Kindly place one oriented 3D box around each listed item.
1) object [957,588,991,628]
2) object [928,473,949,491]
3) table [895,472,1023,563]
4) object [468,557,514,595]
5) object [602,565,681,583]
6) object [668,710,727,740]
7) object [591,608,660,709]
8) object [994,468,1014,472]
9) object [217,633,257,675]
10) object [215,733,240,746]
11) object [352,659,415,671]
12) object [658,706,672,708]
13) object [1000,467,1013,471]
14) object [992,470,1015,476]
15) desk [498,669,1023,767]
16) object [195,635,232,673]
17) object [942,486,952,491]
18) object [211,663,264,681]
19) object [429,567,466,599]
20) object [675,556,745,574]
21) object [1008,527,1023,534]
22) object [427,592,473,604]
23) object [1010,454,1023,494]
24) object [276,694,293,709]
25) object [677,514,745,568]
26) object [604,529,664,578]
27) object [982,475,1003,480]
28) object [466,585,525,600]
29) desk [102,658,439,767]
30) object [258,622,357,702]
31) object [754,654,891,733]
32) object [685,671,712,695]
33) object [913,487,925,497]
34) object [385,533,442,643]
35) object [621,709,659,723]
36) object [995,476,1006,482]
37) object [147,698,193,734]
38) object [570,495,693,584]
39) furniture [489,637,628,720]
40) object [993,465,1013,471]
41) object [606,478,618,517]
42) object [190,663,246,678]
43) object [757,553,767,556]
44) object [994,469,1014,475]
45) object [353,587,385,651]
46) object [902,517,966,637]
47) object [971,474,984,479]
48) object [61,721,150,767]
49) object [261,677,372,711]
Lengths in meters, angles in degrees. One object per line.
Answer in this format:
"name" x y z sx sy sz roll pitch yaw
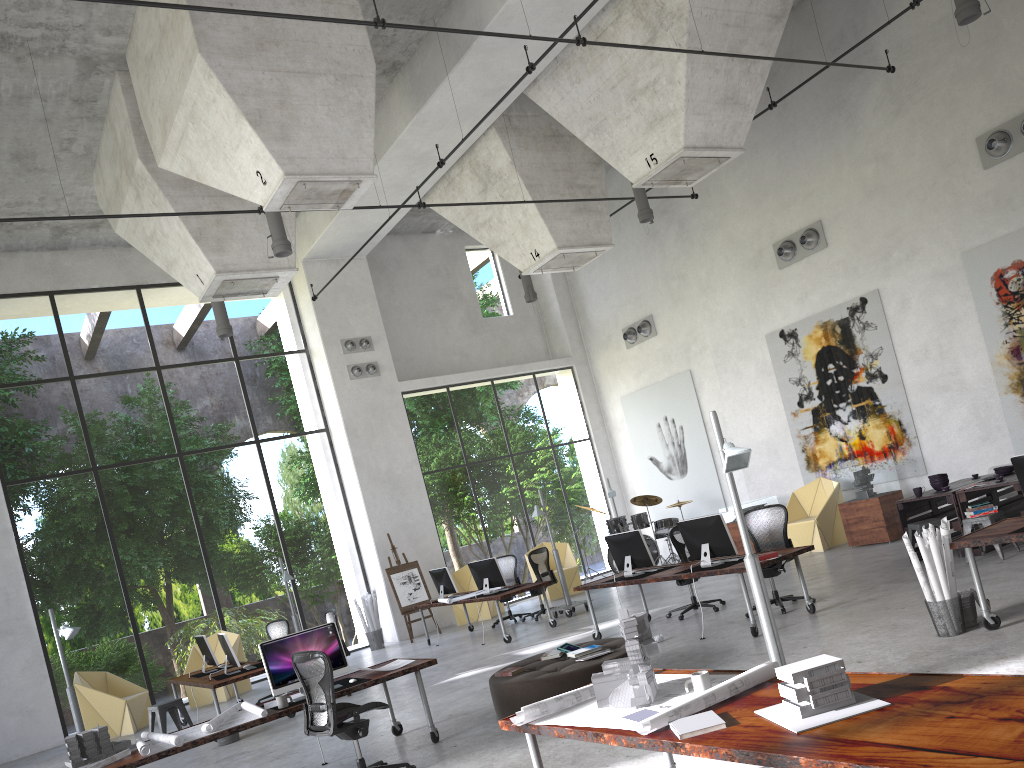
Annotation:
"object" 3.700 1.823 7.193 0.400 0.297 0.295 -16 -5 11
"object" 5.322 1.218 10.936 0.211 0.213 0.197 -12 -5 -32
"table" 5.902 1.547 10.702 1.486 0.791 1.638 -10 -8 -33
"object" -0.331 3.044 13.966 0.372 0.550 0.730 -12 -6 -41
"object" 1.594 2.359 10.883 0.679 0.008 0.868 -9 -10 -31
"object" 0.780 1.439 3.709 0.200 0.023 0.238 -14 -8 -2
"object" 0.553 1.387 4.425 0.361 0.518 0.496 -15 -5 2
"object" 6.026 1.062 10.735 0.226 0.062 0.233 -8 -10 -37
"object" -3.701 3.569 11.739 0.372 0.550 0.730 -13 -6 -27
"object" -3.520 4.248 10.769 0.291 0.297 0.406 -11 -7 -39
"object" -1.183 2.589 8.093 0.464 0.085 0.445 -10 -10 -29
"object" 0.739 1.520 4.138 0.129 0.010 0.011 -22 -9 43
"object" 6.025 1.049 10.739 0.225 0.062 0.234 -8 -10 -37
"object" 6.036 1.097 10.737 0.301 0.024 0.293 -20 -10 34
"desk" 1.193 1.711 3.698 0.961 0.719 3.201 -11 -9 -33
"object" -4.409 3.937 12.922 0.372 0.550 0.730 -13 -6 -32
"object" 5.257 1.264 10.621 0.119 0.056 0.136 -21 -10 42
"object" -3.626 3.842 11.734 0.679 0.008 0.867 -10 -10 -26
"object" -1.123 3.454 15.283 0.372 0.550 0.730 -13 -6 -32
"object" 2.292 1.997 9.722 0.679 0.008 0.868 -9 -10 -31
"object" 4.241 0.988 6.480 0.679 0.008 0.868 -9 -10 -31
"object" -1.049 3.726 15.279 0.679 0.008 0.868 -9 -10 -31
"object" 4.166 0.716 6.484 0.372 0.550 0.730 -13 -6 -32
"object" -1.921 2.672 7.407 0.122 0.100 0.088 -14 -4 -4
"object" 2.217 1.725 9.726 0.372 0.550 0.730 -13 -6 -32
"object" 1.519 2.086 10.887 0.372 0.550 0.730 -13 -6 -32
"object" 5.802 1.137 10.604 0.231 0.019 0.240 -8 -11 -37
"object" -0.257 3.317 13.962 0.679 0.008 0.868 -7 -11 -41
"desk" -2.125 3.165 7.521 3.088 0.721 0.996 -9 -8 -32
"object" -1.800 2.459 7.764 0.705 0.550 0.385 -11 -5 -31
"object" 1.208 1.214 3.519 0.387 0.181 0.422 -14 -7 -8
"object" 0.899 1.448 4.238 0.122 0.100 0.089 -14 -4 -4
"object" 5.017 1.330 10.823 0.099 0.109 0.132 -11 -7 -41
"object" -2.041 3.894 16.987 0.684 2.135 0.697 -14 -2 -32
"object" 0.610 1.546 4.084 0.132 0.008 0.207 -11 -9 -21
"object" 5.603 1.094 10.104 0.140 0.056 0.115 -19 -9 32
"object" -4.720 4.648 12.097 0.466 0.530 0.469 -18 -6 42
"object" 2.636 3.084 18.300 3.035 1.735 1.857 -20 -8 41
"furniture" 0.545 2.765 8.238 1.488 0.426 1.543 -10 -9 -31
"object" 6.017 1.040 10.742 0.226 0.058 0.234 -9 -10 -33
"object" 2.420 3.170 19.831 0.580 2.144 0.597 -15 -1 2
"object" -4.335 4.210 12.917 0.679 0.008 0.868 -9 -10 -31
"object" 2.559 1.760 9.054 0.151 0.011 0.011 -19 -6 26
"object" 6.029 1.077 10.736 0.231 0.047 0.229 -17 -9 16
"object" -2.732 4.579 17.052 0.448 1.204 0.406 -16 -2 35
"object" 3.417 1.551 7.038 0.317 0.934 0.346 -14 -2 -15
"object" 5.975 1.185 11.309 0.136 0.056 0.118 -12 -8 -17
"object" -3.406 2.913 7.113 0.727 0.303 0.444 -8 -9 -43
"object" -1.729 2.732 7.756 0.838 0.008 0.703 -9 -10 -31
